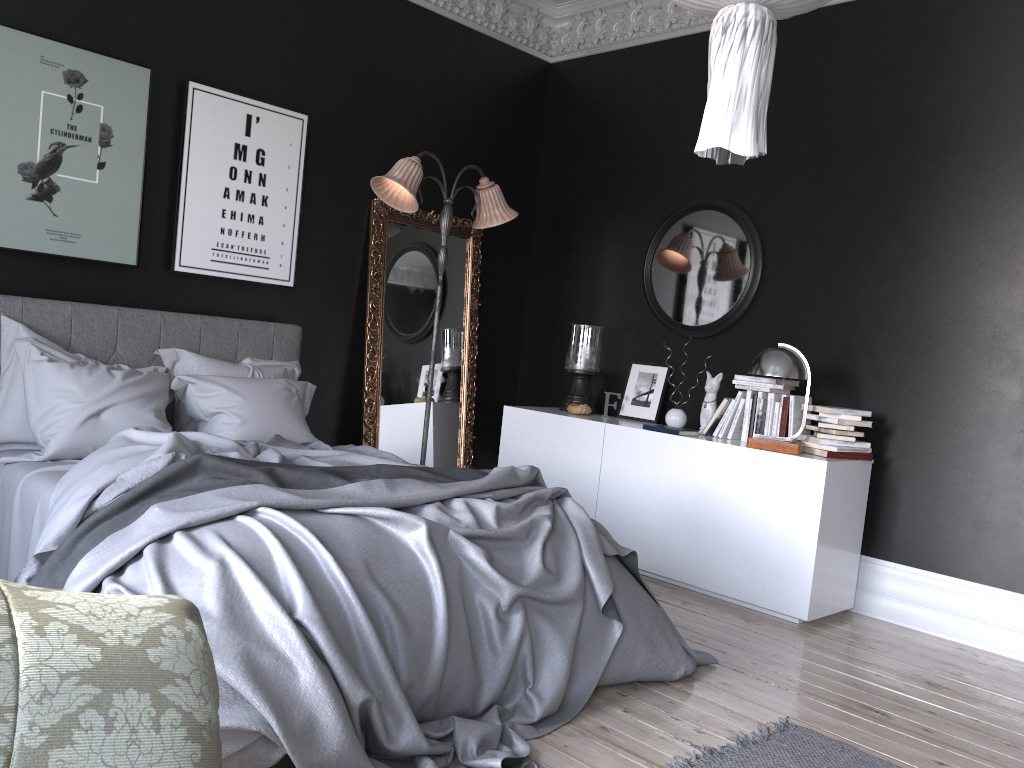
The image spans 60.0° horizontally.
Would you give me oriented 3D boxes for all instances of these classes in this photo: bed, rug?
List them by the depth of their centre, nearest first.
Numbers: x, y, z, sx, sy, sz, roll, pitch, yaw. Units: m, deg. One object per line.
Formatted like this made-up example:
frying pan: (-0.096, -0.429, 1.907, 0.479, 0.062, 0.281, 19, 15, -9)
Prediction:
rug: (1.525, 1.395, 1.402, 2.107, 0.050, 3.639, 3, 3, -44)
bed: (-1.034, 0.391, 3.799, 3.279, 1.300, 2.766, 8, 3, 34)

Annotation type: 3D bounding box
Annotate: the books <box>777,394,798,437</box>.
books: (1.623, 0.218, 5.177, 0.221, 0.307, 0.030, 3, 5, -45)

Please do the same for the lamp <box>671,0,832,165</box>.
lamp: (0.674, -1.604, 2.276, 0.782, 2.051, 0.783, 6, 3, -1)

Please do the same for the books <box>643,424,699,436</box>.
books: (0.963, 0.279, 5.370, 0.193, 0.030, 0.289, 4, 3, -39)

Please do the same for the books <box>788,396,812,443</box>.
books: (1.657, 0.224, 5.103, 0.220, 0.308, 0.050, 3, 5, -45)

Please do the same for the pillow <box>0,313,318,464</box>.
pillow: (-1.751, 0.094, 4.613, 1.831, 0.760, 0.679, 3, 4, -45)

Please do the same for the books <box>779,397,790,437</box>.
books: (1.629, 0.226, 5.135, 0.235, 0.296, 0.038, 3, 5, -45)

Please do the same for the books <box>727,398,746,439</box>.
books: (1.403, 0.212, 5.361, 0.195, 0.256, 0.091, 3, 5, -45)

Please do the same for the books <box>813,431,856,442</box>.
books: (1.797, 0.289, 4.951, 0.203, 0.029, 0.268, 7, 3, 15)

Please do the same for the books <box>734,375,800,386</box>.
books: (1.520, -0.021, 5.289, 0.221, 0.030, 0.306, 4, 3, -35)

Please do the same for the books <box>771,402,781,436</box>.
books: (1.582, 0.237, 5.181, 0.195, 0.259, 0.026, 3, 5, -45)

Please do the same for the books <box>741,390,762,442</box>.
books: (1.466, 0.195, 5.336, 0.221, 0.307, 0.030, 3, 5, -45)

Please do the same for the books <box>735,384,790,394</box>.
books: (1.492, 0.030, 5.278, 0.195, 0.026, 0.258, 4, 3, -35)

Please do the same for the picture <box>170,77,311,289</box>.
picture: (-1.575, -1.142, 5.209, 0.792, 1.080, 0.014, 3, 5, -45)

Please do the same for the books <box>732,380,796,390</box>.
books: (1.499, 0.006, 5.271, 0.307, 0.024, 0.220, 8, 3, 35)

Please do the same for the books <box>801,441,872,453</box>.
books: (1.800, 0.350, 4.920, 0.319, 0.025, 0.228, 4, 3, -35)

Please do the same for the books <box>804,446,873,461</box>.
books: (1.795, 0.381, 4.912, 0.295, 0.038, 0.234, 5, 3, -18)

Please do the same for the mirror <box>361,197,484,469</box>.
mirror: (-0.613, -0.120, 6.214, 0.992, 2.194, 0.254, 3, 5, -45)

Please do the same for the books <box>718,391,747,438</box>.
books: (1.381, 0.188, 5.382, 0.220, 0.296, 0.126, 3, 5, -45)

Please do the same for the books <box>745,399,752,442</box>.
books: (1.468, 0.220, 5.295, 0.195, 0.259, 0.026, 3, 5, -45)

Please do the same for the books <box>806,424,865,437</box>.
books: (1.801, 0.260, 4.958, 0.193, 0.030, 0.289, 5, 3, -14)

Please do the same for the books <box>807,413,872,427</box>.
books: (1.816, 0.201, 4.940, 0.220, 0.030, 0.306, 5, 3, -15)

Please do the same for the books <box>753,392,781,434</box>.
books: (1.508, 0.202, 5.253, 0.220, 0.307, 0.024, 3, 5, -45)

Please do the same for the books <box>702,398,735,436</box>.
books: (1.295, 0.202, 5.426, 0.203, 0.246, 0.158, 3, 5, -45)

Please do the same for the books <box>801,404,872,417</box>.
books: (1.801, 0.147, 4.930, 0.306, 0.030, 0.220, 5, 3, -25)

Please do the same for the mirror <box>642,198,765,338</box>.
mirror: (1.236, -0.766, 5.863, 0.061, 0.925, 0.922, 2, 5, -45)

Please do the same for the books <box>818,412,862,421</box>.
books: (1.831, 0.175, 4.955, 0.220, 0.024, 0.307, 7, 3, 20)

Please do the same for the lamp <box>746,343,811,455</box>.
lamp: (1.459, 0.070, 4.886, 0.340, 0.591, 0.328, 7, 4, 25)

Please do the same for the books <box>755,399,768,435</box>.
books: (1.496, 0.223, 5.209, 0.204, 0.270, 0.029, 3, 5, -45)

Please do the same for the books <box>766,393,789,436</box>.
books: (1.563, 0.210, 5.198, 0.220, 0.307, 0.024, 3, 5, -45)

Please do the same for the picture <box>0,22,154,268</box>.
picture: (-2.261, -1.183, 4.524, 0.792, 1.080, 0.014, 3, 5, -45)

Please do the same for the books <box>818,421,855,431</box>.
books: (1.806, 0.230, 4.941, 0.193, 0.030, 0.289, 7, 3, 19)

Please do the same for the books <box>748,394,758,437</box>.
books: (1.471, 0.207, 5.257, 0.193, 0.290, 0.030, 3, 5, -45)

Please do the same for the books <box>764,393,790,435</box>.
books: (1.564, 0.209, 5.236, 0.221, 0.307, 0.030, 3, 5, -45)

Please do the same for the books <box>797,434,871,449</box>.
books: (1.790, 0.318, 4.943, 0.318, 0.031, 0.229, 5, 3, -15)

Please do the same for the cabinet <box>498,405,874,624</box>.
cabinet: (0.937, 0.725, 5.623, 0.570, 0.883, 2.392, 3, 4, -45)

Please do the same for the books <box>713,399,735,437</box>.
books: (1.345, 0.209, 5.418, 0.195, 0.245, 0.132, 3, 5, -45)

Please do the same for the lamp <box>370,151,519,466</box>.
lamp: (-0.493, -0.196, 5.567, 0.986, 2.414, 0.771, 5, 4, -12)
